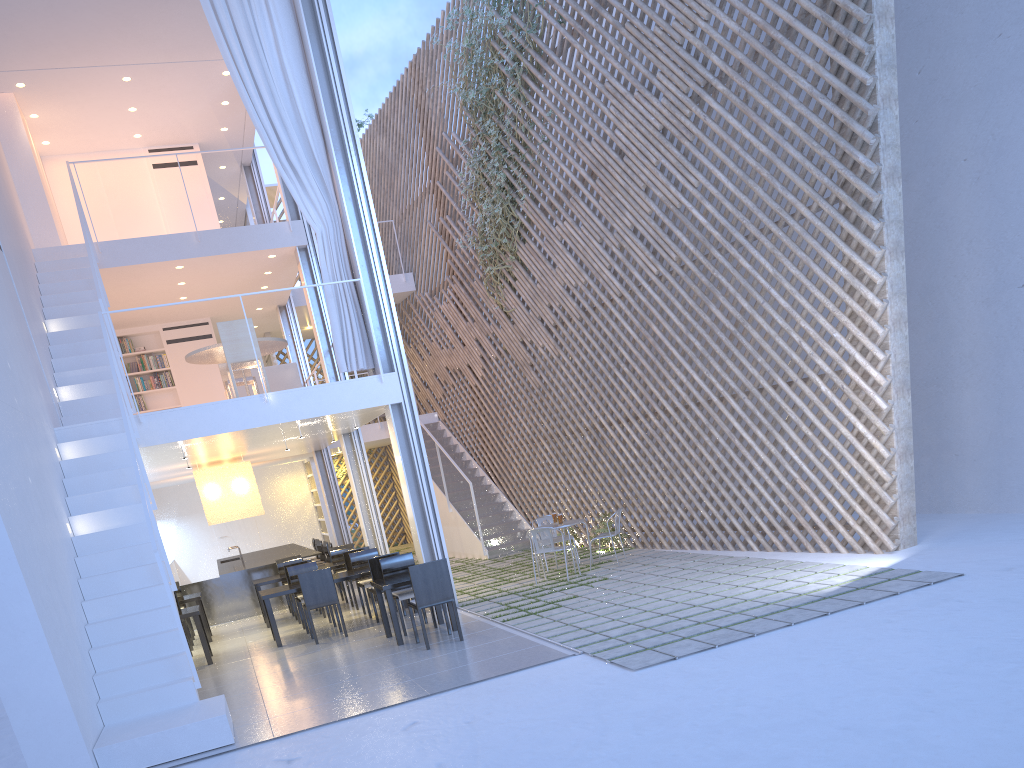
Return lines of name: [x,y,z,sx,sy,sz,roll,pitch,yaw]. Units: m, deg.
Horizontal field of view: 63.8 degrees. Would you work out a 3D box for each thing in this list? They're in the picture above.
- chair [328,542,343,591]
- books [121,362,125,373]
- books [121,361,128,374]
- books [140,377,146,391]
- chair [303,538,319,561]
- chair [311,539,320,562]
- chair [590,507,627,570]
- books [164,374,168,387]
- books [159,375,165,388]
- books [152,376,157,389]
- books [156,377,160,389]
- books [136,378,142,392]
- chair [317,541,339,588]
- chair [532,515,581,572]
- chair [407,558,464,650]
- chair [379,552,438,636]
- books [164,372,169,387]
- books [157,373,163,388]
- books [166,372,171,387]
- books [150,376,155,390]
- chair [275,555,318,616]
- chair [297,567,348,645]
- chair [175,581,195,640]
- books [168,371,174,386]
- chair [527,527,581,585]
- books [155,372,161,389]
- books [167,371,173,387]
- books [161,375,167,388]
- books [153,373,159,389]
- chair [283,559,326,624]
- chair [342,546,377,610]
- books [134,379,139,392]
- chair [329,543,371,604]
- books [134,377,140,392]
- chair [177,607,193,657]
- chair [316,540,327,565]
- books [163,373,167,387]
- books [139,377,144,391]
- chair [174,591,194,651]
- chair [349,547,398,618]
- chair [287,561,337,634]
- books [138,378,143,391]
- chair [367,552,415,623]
chair: [-1.620,1.592,7.048,0.234,0.464,0.181,-14,13,-16]
books: [-3.015,0.404,6.182,0.036,1.708,3.494,-15,0,-16]
books: [-3.022,0.426,6.191,0.030,1.743,3.482,-15,0,-16]
books: [-3.443,0.010,7.685,0.020,0.138,0.067,-16,13,-21]
chair: [-2.064,1.789,8.296,0.235,0.464,0.181,-14,13,-16]
chair: [-1.952,1.740,7.984,0.232,0.464,0.182,-15,13,-21]
chair: [0.643,1.026,5.494,0.253,0.402,0.240,-7,11,21]
books: [-3.248,-0.025,7.731,0.005,0.136,0.092,-16,10,-22]
books: [-3.284,-0.016,7.722,0.014,0.131,0.089,-16,10,-22]
books: [-3.344,-0.006,7.706,0.014,0.134,0.086,-16,11,-22]
books: [-3.321,-0.007,7.718,0.006,0.127,0.078,-16,11,-22]
books: [-3.469,0.014,7.665,0.014,0.136,0.092,-16,10,-22]
chair: [-1.731,1.641,7.360,0.233,0.464,0.182,-15,13,-20]
chair: [0.296,1.132,5.908,0.256,0.402,0.238,-14,11,-18]
chair: [-0.406,1.093,4.111,0.187,0.464,0.228,-15,12,-19]
chair: [-0.576,1.167,4.574,0.187,0.464,0.228,-15,12,-19]
books: [-3.244,-0.034,7.733,0.009,0.154,0.086,-16,12,-22]
books: [-3.302,-0.022,7.722,0.014,0.150,0.076,-16,13,-21]
books: [-3.228,-0.034,7.739,0.010,0.149,0.086,-16,12,-22]
books: [-3.361,-0.002,7.700,0.020,0.130,0.089,-16,10,-21]
chair: [-1.622,1.518,6.200,0.187,0.464,0.228,-15,12,-19]
chair: [-1.130,1.304,4.864,0.187,0.464,0.228,-15,12,-19]
chair: [-2.457,1.666,5.966,0.187,0.464,0.228,-15,12,-19]
books: [-3.205,-0.040,7.748,0.019,0.154,0.080,-16,12,-21]
chair: [0.254,1.087,5.294,0.267,0.402,0.227,-6,11,26]
books: [-3.315,-0.025,7.715,0.011,0.162,0.079,-16,13,-22]
books: [-3.218,-0.038,7.742,0.011,0.153,0.083,-16,12,-22]
books: [-3.269,-0.017,7.731,0.018,0.128,0.082,-16,11,-21]
books: [-3.333,-0.022,7.707,0.014,0.161,0.084,-16,12,-22]
chair: [-1.463,1.449,5.769,0.187,0.464,0.228,-15,12,-19]
chair: [-1.085,1.383,5.881,0.187,0.464,0.228,-15,12,-19]
books: [-3.493,0.021,7.659,0.005,0.130,0.092,-16,10,-22]
chair: [-1.243,1.452,6.312,0.187,0.464,0.228,-15,12,-19]
books: [-3.486,0.010,7.662,0.014,0.150,0.085,-16,12,-22]
chair: [-2.124,1.521,5.061,0.187,0.464,0.228,-15,12,-19]
chair: [-1.855,1.693,7.668,0.231,0.464,0.183,-15,14,-23]
books: [-3.255,-0.026,7.728,0.008,0.142,0.092,-16,11,-22]
books: [-3.452,0.011,7.670,0.007,0.136,0.093,-16,10,-22]
chair: [-2.287,1.592,5.504,0.187,0.464,0.228,-15,12,-19]
chair: [-0.910,1.307,5.407,0.187,0.464,0.228,-15,12,-19]
chair: [-1.289,1.373,5.295,0.187,0.464,0.228,-15,12,-19]
books: [-3.459,0.016,7.672,0.006,0.128,0.087,-16,10,-22]
chair: [-0.752,1.237,4.976,0.187,0.464,0.228,-15,12,-19]
